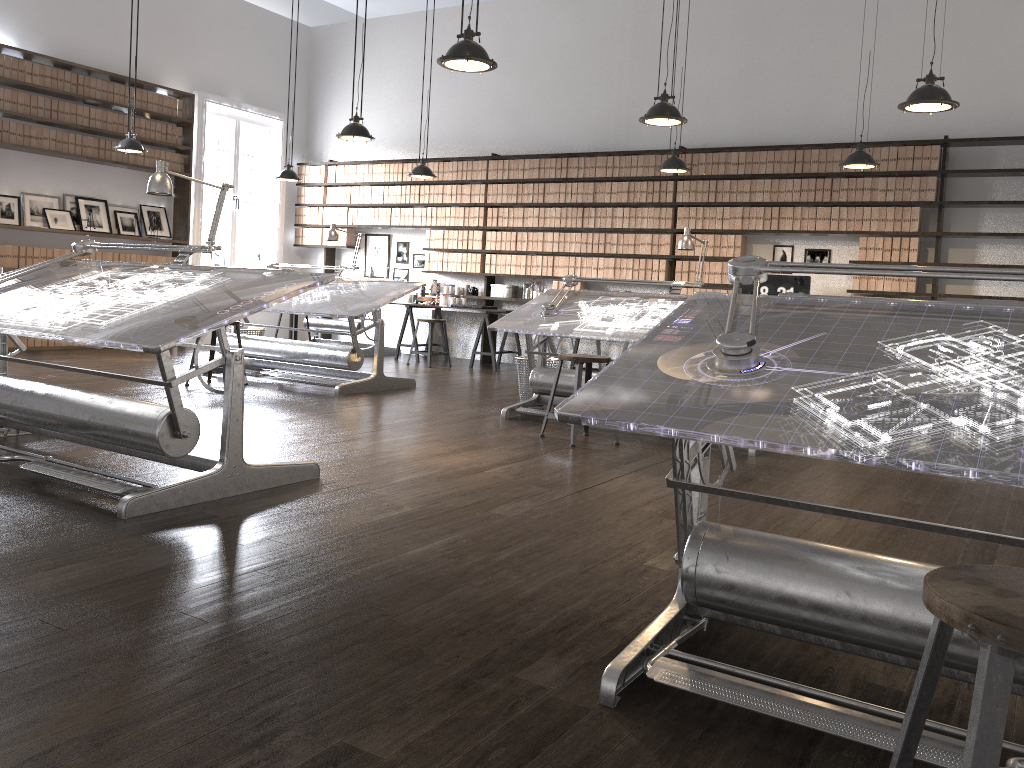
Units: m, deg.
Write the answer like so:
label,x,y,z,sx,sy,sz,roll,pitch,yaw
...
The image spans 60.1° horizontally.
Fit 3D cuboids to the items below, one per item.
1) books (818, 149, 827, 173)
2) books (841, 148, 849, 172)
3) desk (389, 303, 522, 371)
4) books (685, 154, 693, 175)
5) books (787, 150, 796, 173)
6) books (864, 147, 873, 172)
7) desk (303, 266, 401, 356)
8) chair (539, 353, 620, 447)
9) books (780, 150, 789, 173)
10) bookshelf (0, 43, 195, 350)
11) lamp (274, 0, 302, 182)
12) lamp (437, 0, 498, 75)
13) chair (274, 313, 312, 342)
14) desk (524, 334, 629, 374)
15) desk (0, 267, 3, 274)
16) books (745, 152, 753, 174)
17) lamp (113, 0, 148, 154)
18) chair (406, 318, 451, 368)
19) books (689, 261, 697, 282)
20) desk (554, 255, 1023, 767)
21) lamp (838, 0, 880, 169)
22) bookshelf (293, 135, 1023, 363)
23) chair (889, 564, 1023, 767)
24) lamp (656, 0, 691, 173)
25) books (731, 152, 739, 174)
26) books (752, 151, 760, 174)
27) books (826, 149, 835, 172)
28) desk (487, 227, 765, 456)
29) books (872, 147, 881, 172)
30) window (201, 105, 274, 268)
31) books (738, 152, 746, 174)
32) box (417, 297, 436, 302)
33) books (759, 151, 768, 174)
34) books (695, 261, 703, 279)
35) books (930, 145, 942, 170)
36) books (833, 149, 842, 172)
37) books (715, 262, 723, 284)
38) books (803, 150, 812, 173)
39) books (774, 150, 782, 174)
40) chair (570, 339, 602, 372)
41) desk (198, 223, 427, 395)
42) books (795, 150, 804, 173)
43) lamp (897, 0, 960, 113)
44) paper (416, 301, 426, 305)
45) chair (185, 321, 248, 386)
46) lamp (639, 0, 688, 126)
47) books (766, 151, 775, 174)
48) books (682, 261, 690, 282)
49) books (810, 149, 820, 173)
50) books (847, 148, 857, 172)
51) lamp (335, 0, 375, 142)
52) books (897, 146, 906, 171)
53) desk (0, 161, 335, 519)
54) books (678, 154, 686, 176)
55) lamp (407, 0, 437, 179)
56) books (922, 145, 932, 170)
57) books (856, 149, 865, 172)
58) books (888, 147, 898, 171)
label,x,y,z,sx,sy,sz,roll,pitch,yaw
books,2.989,-2.120,8.475,0.067,0.225,0.174,5,5,31
books,3.163,-2.099,8.366,0.067,0.225,0.175,5,5,31
desk,-0.620,-0.561,10.276,1.672,0.667,0.656,7,6,31
books,1.855,-2.257,9.165,0.067,0.225,0.175,5,5,31
books,2.742,-2.150,8.627,0.067,0.225,0.175,5,5,31
books,3.338,-2.078,8.260,0.067,0.225,0.175,5,5,31
desk,-2.013,-0.945,11.091,1.271,1.095,1.072,6,5,31
chair,0.422,0.092,5.346,0.358,0.526,0.373,1,5,-30
books,2.685,-2.157,8.659,0.067,0.225,0.175,5,5,31
bookshelf,-4.699,-1.542,9.690,0.413,3.712,2.476,5,4,31
lamp,-2.536,-3.487,10.222,0.311,2.246,0.313,4,3,11
lamp,-0.166,-2.739,4.465,0.312,2.259,0.312,1,4,-34
chair,-2.530,-0.591,10.236,0.373,0.526,0.358,7,5,40
desk,0.880,-0.379,9.356,1.672,0.667,0.656,7,6,31
desk,-4.714,-0.691,6.805,1.271,1.185,1.173,6,5,31
books,2.391,-2.193,8.841,0.067,0.225,0.175,5,5,31
lamp,-3.616,-3.364,8.475,0.311,2.246,0.313,4,3,11
chair,-0.905,-0.455,9.815,0.373,0.526,0.358,7,5,40
books,1.897,-1.153,9.166,0.067,0.225,0.175,5,5,31
desk,1.250,0.067,1.881,2.073,1.382,1.078,6,5,31
lamp,2.809,-2.839,6.947,0.312,2.246,0.312,1,4,-34
bookshelf,1.000,-0.974,9.818,9.198,3.198,0.374,7,4,31
chair,0.697,0.548,1.175,0.358,0.526,0.373,4,4,10
lamp,1.488,-2.999,7.758,0.312,2.246,0.312,1,4,-34
books,2.268,-2.207,8.914,0.067,0.225,0.175,5,5,31
books,2.451,-2.185,8.806,0.067,0.225,0.174,5,5,31
books,3.050,-2.113,8.437,0.067,0.225,0.175,5,5,31
desk,0.983,-0.386,6.031,2.073,1.382,1.078,6,5,31
books,3.398,-2.070,8.225,0.067,0.225,0.174,5,5,31
window,-3.555,-2.299,11.318,0.153,2.303,1.246,5,4,31
books,2.329,-2.200,8.874,0.067,0.225,0.175,5,5,31
box,-1.013,-1.002,10.638,0.212,0.083,0.138,7,6,31
books,2.508,-2.178,8.767,0.067,0.225,0.174,5,5,31
books,1.955,-1.146,9.125,0.067,0.225,0.174,5,5,31
books,3.815,-2.019,7.965,0.067,0.225,0.174,5,5,31
books,3.104,-2.105,8.397,0.067,0.225,0.175,5,5,31
books,2.132,-1.124,9.014,0.067,0.225,0.175,5,5,31
books,2.869,-2.135,8.549,0.067,0.225,0.175,5,5,31
books,2.629,-2.163,8.688,0.067,0.225,0.175,5,5,31
chair,0.737,-0.247,8.726,0.372,0.526,0.359,4,4,5
desk,-1.866,-0.732,7.780,2.285,1.382,1.078,6,5,31
books,2.802,-2.142,8.583,0.067,0.225,0.175,5,5,31
lamp,2.353,-2.640,4.813,0.311,2.246,0.313,4,3,11
paper,-1.082,-0.965,10.500,0.155,0.038,0.138,5,6,17
chair,-2.329,-0.241,7.025,0.358,0.526,0.373,4,4,10
lamp,1.032,-2.800,5.623,0.312,2.246,0.312,1,4,-34
books,2.568,-2.170,8.726,0.067,0.225,0.175,5,5,31
books,1.830,-1.161,9.200,0.067,0.225,0.175,5,5,31
books,2.927,-2.127,8.508,0.067,0.225,0.174,5,5,31
books,3.216,-2.092,8.332,0.067,0.225,0.175,5,5,31
lamp,-1.181,-3.068,6.982,0.312,2.246,0.312,1,4,-38
books,3.577,-2.048,8.107,0.067,0.225,0.175,5,5,31
desk,-1.802,-0.329,4.002,2.073,1.382,1.078,6,5,31
books,1.795,-2.265,9.208,0.067,0.225,0.175,5,5,31
lamp,-0.879,-3.287,9.210,0.311,2.246,0.313,4,3,11
books,3.757,-2.027,8.005,0.067,0.225,0.174,5,5,31
books,3.276,-2.085,8.293,0.067,0.225,0.175,5,5,31
books,3.515,-2.055,8.144,0.067,0.225,0.175,5,5,31
